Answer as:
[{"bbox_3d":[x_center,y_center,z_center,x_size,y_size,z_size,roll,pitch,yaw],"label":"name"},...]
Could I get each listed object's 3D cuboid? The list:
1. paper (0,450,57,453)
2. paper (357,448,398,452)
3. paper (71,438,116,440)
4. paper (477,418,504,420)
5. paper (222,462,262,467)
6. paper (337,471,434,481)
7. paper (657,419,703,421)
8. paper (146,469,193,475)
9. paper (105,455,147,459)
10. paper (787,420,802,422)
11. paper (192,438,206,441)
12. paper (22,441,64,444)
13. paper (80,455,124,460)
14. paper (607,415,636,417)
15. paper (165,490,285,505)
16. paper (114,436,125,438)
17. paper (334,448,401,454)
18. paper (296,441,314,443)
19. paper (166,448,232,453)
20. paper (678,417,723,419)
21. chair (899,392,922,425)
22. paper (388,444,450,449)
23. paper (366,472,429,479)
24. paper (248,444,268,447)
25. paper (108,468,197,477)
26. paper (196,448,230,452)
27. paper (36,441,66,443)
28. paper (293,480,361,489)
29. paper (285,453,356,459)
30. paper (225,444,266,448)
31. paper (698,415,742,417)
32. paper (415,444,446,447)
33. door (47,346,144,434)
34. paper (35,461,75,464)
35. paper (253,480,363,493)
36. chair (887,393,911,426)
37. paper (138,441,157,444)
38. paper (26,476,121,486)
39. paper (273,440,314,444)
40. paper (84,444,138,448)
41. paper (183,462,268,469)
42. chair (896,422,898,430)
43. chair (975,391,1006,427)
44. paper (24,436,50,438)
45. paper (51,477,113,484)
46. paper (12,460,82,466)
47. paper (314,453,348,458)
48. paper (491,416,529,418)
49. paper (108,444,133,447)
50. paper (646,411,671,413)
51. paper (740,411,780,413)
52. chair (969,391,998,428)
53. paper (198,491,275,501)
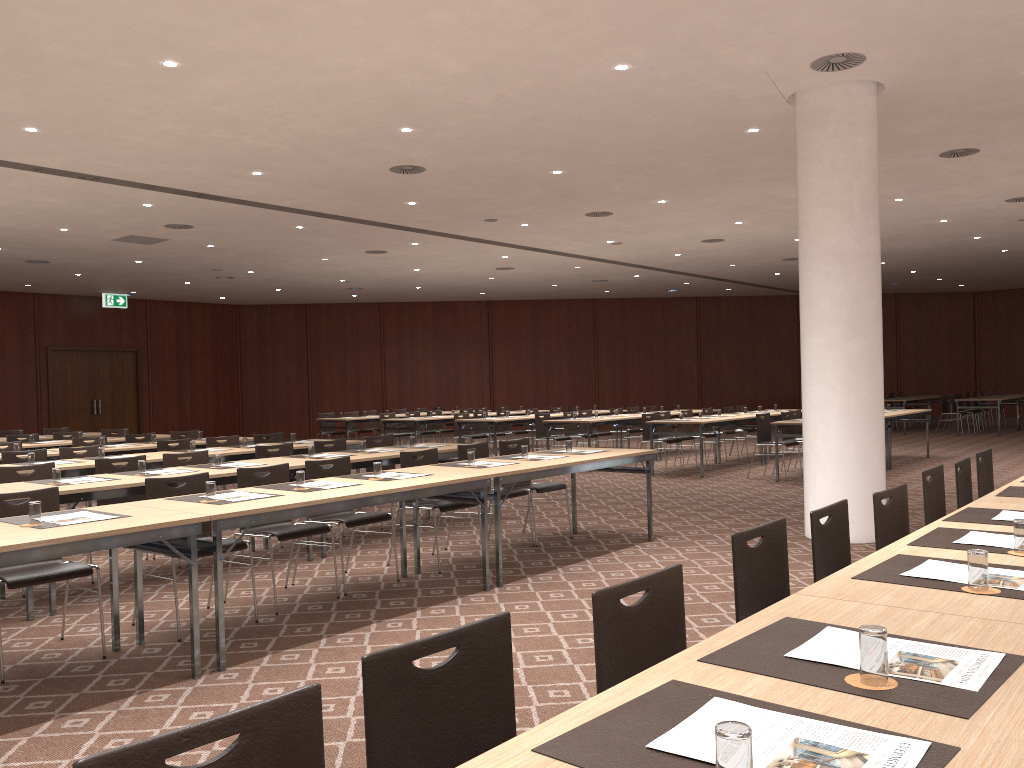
[{"bbox_3d":[-5.542,0.779,10.172,0.565,0.003,0.460,-1,0,40],"label":"paper"},{"bbox_3d":[-1.325,0.664,8.885,0.398,0.006,0.283,-1,0,41],"label":"paper"},{"bbox_3d":[-6.029,0.790,12.678,0.565,0.003,0.460,-1,0,38],"label":"paper"},{"bbox_3d":[-0.486,0.639,16.280,0.565,0.003,0.460,-1,0,41],"label":"paper"},{"bbox_3d":[-2.351,0.692,7.615,0.398,0.006,0.283,-1,0,40],"label":"paper"},{"bbox_3d":[-0.916,0.659,6.354,0.565,0.003,0.460,-1,0,41],"label":"paper"},{"bbox_3d":[2.602,0.559,13.758,0.565,0.003,0.460,-1,0,39],"label":"paper"},{"bbox_3d":[-2.766,0.704,7.120,0.398,0.006,0.283,-1,0,38],"label":"paper"},{"bbox_3d":[-3.893,0.732,8.899,0.398,0.006,0.283,-1,0,42],"label":"paper"},{"bbox_3d":[4.164,0.518,12.520,0.565,0.003,0.460,-1,0,39],"label":"paper"},{"bbox_3d":[-4.091,0.739,11.915,0.565,0.003,0.460,-1,0,40],"label":"paper"},{"bbox_3d":[-6.465,0.802,12.189,0.565,0.003,0.460,-1,0,42],"label":"paper"},{"bbox_3d":[-3.989,0.739,8.868,0.565,0.003,0.460,-1,0,38],"label":"paper"},{"bbox_3d":[1.911,0.575,16.044,0.565,0.003,0.460,-1,0,41],"label":"paper"},{"bbox_3d":[-1.731,0.681,5.338,0.565,0.003,0.460,-1,0,37],"label":"paper"},{"bbox_3d":[-5.647,0.780,13.173,0.565,0.003,0.460,-1,0,39],"label":"paper"},{"bbox_3d":[-1.441,0.671,8.884,0.565,0.003,0.460,-1,0,40],"label":"paper"},{"bbox_3d":[-2.485,0.693,10.636,0.398,0.006,0.283,-1,0,39],"label":"paper"},{"bbox_3d":[-3.390,0.722,9.624,0.565,0.003,0.460,-1,0,40],"label":"paper"},{"bbox_3d":[3.024,0.547,14.256,0.565,0.003,0.460,-1,0,39],"label":"paper"},{"bbox_3d":[11.010,0.690,24.682,0.614,0.939,0.535,-1,1,37],"label":"chair"},{"bbox_3d":[-1.004,0.659,9.387,0.565,0.003,0.460,-1,0,38],"label":"paper"},{"bbox_3d":[-0.834,0.652,6.334,0.398,0.006,0.283,-1,0,38],"label":"paper"},{"bbox_3d":[-2.882,0.704,10.129,0.398,0.006,0.283,-1,0,42],"label":"paper"},{"bbox_3d":[-2.881,0.710,7.136,0.565,0.003,0.460,-2,0,36],"label":"paper"},{"bbox_3d":[-3.289,0.716,9.628,0.398,0.006,0.283,-1,0,39],"label":"paper"},{"bbox_3d":[-6.352,0.796,12.174,0.398,0.006,0.283,-1,0,38],"label":"paper"},{"bbox_3d":[-1.241,0.664,5.863,0.398,0.006,0.283,-1,0,39],"label":"paper"},{"bbox_3d":[-1.819,0.681,8.379,0.565,0.003,0.460,-1,0,40],"label":"paper"},{"bbox_3d":[-2.969,0.711,10.129,0.565,0.003,0.460,-1,0,41],"label":"paper"},{"bbox_3d":[3.459,0.535,14.778,0.565,0.003,0.460,-1,0,41],"label":"paper"},{"bbox_3d":[-0.913,0.652,9.379,0.398,0.006,0.283,-1,0,36],"label":"paper"},{"bbox_3d":[-10.742,0.393,22.905,0.200,2.700,2.422,-1,1,39],"label":"door"},{"bbox_3d":[-4.331,0.744,8.390,0.398,0.006,0.283,-1,0,37],"label":"paper"},{"bbox_3d":[-1.341,0.670,5.828,0.565,0.003,0.460,-1,0,40],"label":"paper"},{"bbox_3d":[10.247,0.711,23.641,0.614,0.939,0.535,-1,1,38],"label":"chair"},{"bbox_3d":[-4.504,0.751,11.399,0.565,0.003,0.460,-1,0,37],"label":"paper"},{"bbox_3d":[-3.283,0.722,6.625,0.565,0.003,0.460,-1,0,38],"label":"paper"},{"bbox_3d":[-2.561,0.699,10.662,0.565,0.003,0.460,-1,0,39],"label":"paper"},{"bbox_3d":[-4.911,0.762,10.930,0.565,0.003,0.460,-1,0,39],"label":"paper"},{"bbox_3d":[-2.458,0.699,7.599,0.565,0.003,0.460,-1,0,38],"label":"paper"},{"bbox_3d":[9.555,0.730,22.914,0.614,0.939,0.535,-1,1,40],"label":"chair"},{"bbox_3d":[12.581,0.649,23.331,0.614,0.939,0.535,-1,1,42],"label":"chair"},{"bbox_3d":[-7.569,0.831,13.950,0.565,0.003,0.460,-1,0,40],"label":"paper"},{"bbox_3d":[-3.200,0.716,6.600,0.398,0.006,0.283,-1,0,42],"label":"paper"},{"bbox_3d":[-4.404,0.750,8.416,0.565,0.003,0.460,-1,0,38],"label":"paper"},{"bbox_3d":[-1.751,0.675,8.377,0.398,0.006,0.283,-1,0,40],"label":"paper"},{"bbox_3d":[-0.050,0.627,16.805,0.565,0.003,0.460,-2,0,36],"label":"paper"},{"bbox_3d":[-4.826,0.756,10.908,0.398,0.006,0.283,-1,0,36],"label":"paper"},{"bbox_3d":[2.938,0.547,17.273,0.565,0.003,0.460,-1,0,43],"label":"paper"},{"bbox_3d":[4.483,0.507,16.023,0.565,0.003,0.460,-1,0,40],"label":"paper"},{"bbox_3d":[12.192,0.660,22.971,0.614,0.939,0.535,-1,1,40],"label":"chair"},{"bbox_3d":[-1.659,0.675,5.347,0.398,0.006,0.283,-1,0,42],"label":"paper"}]
